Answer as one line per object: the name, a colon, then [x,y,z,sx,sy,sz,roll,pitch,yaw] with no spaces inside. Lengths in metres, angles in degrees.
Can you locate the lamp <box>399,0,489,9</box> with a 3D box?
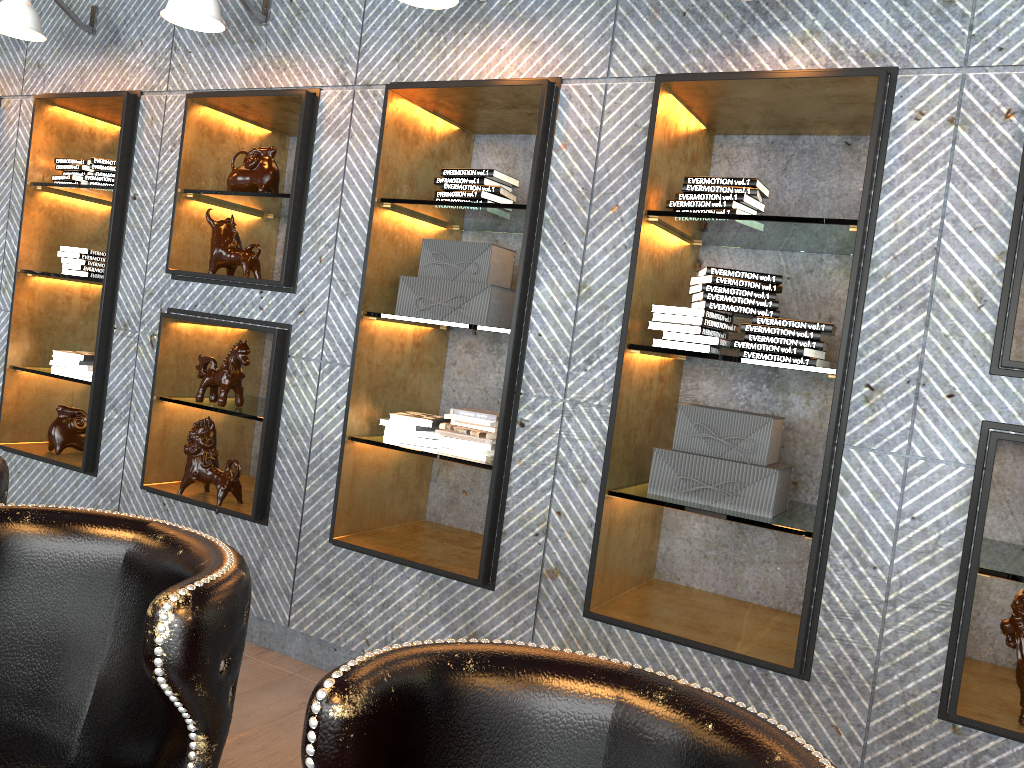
lamp: [-0.195,-1.441,3.059,0.244,0.287,0.489,10,3,44]

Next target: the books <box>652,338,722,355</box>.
books: [0.592,-0.124,2.996,0.193,0.028,0.245,8,3,21]

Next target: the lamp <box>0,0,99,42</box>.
lamp: [-2.155,-1.740,4.126,0.244,0.287,0.489,10,3,44]

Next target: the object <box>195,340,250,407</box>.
object: [-1.306,-0.058,3.963,0.317,0.306,0.143,8,2,23]

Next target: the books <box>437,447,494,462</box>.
books: [-0.146,0.263,3.365,0.228,0.023,0.167,9,3,28]

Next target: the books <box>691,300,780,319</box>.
books: [0.736,-0.244,2.943,0.245,0.028,0.193,7,3,-3]

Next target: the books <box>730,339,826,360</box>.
books: [0.862,-0.111,2.870,0.246,0.028,0.193,10,3,39]

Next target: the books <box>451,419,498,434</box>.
books: [-0.111,0.160,3.391,0.247,0.023,0.244,8,3,13]

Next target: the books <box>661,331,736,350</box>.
books: [0.631,-0.146,2.975,0.194,0.028,0.245,9,3,27]

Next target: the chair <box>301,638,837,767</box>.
chair: [-0.043,0.831,0.718,0.504,1.092,0.568,8,2,23]

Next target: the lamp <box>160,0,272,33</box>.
lamp: [-1.153,-1.565,3.580,0.244,0.287,0.489,10,3,44]

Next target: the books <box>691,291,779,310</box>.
books: [0.734,-0.272,2.936,0.245,0.028,0.193,7,3,0]

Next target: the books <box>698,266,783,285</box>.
books: [0.757,-0.356,2.962,0.245,0.028,0.193,8,3,3]

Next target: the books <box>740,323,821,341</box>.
books: [0.882,-0.167,2.907,0.245,0.028,0.193,8,3,18]

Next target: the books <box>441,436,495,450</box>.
books: [-0.145,0.221,3.374,0.228,0.022,0.202,9,3,31]

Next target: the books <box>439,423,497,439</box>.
books: [-0.140,0.179,3.378,0.197,0.023,0.248,5,4,-45]

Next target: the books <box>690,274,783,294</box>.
books: [0.742,-0.329,2.954,0.245,0.028,0.194,7,3,-11]

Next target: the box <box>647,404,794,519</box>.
box: [0.701,0.246,2.977,0.420,0.315,0.323,9,3,28]

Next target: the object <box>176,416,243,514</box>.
object: [-1.320,0.350,3.919,0.338,0.387,0.177,9,3,36]

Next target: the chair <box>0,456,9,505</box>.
chair: [-1.208,0.644,1.460,0.504,1.092,0.568,8,2,25]

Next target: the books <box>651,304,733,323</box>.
books: [0.610,-0.235,2.998,0.194,0.028,0.245,9,3,35]

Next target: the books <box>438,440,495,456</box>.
books: [-0.147,0.242,3.374,0.224,0.021,0.158,9,3,37]

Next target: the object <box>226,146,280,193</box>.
object: [-1.136,-0.935,3.895,0.278,0.222,0.138,9,3,28]

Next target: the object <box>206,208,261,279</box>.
object: [-1.221,-0.607,3.913,0.325,0.309,0.154,9,3,33]

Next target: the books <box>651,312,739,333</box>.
books: [0.614,-0.205,2.971,0.194,0.028,0.245,10,3,41]

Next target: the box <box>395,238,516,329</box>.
box: [-0.213,-0.397,3.478,0.420,0.315,0.298,9,3,28]

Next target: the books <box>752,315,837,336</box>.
books: [0.924,-0.189,2.896,0.245,0.028,0.193,9,3,23]

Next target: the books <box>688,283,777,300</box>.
books: [0.734,-0.303,2.973,0.245,0.028,0.193,7,3,-2]

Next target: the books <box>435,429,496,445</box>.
books: [-0.144,0.200,3.367,0.264,0.019,0.205,9,3,27]

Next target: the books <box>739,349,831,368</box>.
books: [0.890,-0.080,2.888,0.246,0.028,0.193,9,3,32]

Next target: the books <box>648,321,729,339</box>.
books: [0.600,-0.180,3.014,0.194,0.028,0.245,9,3,34]

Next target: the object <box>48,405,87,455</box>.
object: [-2.216,0.236,4.565,0.157,0.251,0.314,10,3,44]

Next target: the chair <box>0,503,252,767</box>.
chair: [-0.656,0.735,1.052,0.504,1.092,0.568,8,2,19]

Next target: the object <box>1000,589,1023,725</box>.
object: [1.484,0.767,2.443,0.267,0.359,0.168,8,2,21]

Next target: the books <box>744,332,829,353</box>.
books: [0.905,-0.136,2.916,0.245,0.028,0.193,9,3,24]
